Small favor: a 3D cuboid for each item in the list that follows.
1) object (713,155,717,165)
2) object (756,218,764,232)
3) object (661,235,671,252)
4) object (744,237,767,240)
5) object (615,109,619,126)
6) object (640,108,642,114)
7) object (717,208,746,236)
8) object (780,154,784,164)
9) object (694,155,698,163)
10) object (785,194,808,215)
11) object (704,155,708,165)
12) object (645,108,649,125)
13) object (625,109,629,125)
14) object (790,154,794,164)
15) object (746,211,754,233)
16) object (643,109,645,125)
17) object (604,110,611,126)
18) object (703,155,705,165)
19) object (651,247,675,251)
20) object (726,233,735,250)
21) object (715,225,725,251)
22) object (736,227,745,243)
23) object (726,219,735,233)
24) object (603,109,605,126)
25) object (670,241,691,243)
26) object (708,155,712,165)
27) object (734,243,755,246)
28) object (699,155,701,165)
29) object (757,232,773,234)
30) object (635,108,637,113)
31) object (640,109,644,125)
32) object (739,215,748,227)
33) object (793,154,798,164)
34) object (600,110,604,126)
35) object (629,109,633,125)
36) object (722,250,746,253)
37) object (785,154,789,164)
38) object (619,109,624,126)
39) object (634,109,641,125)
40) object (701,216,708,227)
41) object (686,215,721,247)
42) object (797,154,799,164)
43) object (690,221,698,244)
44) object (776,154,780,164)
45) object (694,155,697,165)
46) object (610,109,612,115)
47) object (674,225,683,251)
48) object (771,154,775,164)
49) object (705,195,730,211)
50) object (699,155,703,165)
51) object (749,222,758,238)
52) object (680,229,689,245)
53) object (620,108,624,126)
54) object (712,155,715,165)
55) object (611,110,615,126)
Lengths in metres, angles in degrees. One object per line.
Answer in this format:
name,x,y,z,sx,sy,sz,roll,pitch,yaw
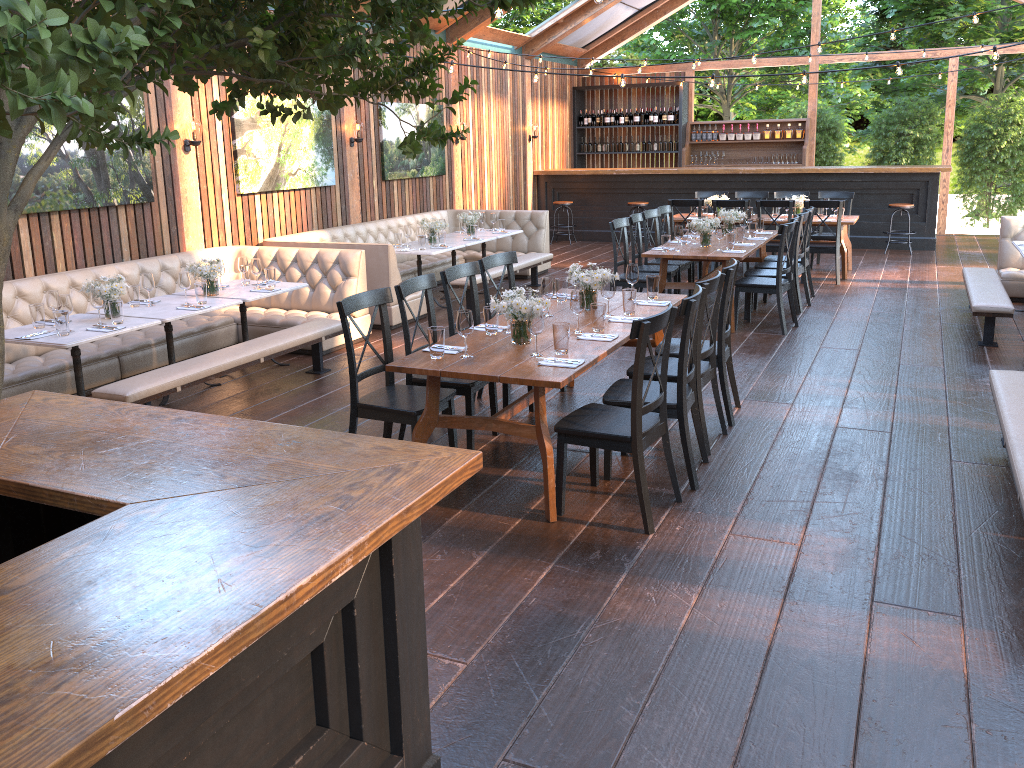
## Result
object,3.841,-4.240,16.729,0.070,0.183,0.070,5,14,29
object,2.831,-1.815,10.100,0.092,0.156,0.092,-11,16,-38
object,1.492,-1.361,8.568,0.092,0.156,0.093,-8,15,-28
object,2.588,-1.553,9.429,0.255,0.018,0.159,6,17,24
object,2.053,-5.227,17.335,0.081,0.319,0.082,-1,12,3
object,2.526,-5.232,17.313,0.081,0.319,0.082,-1,12,3
object,2.419,-1.803,9.811,0.329,0.305,0.341,-3,14,-8
object,4.953,-4.122,16.211,0.073,0.178,0.074,-2,12,-1
object,3.511,-4.271,16.871,0.070,0.183,0.070,5,14,29
object,3.760,-2.340,11.642,0.330,0.305,0.339,-10,16,-31
object,3.688,-4.260,16.814,0.070,0.183,0.070,5,14,29
object,2.608,-5.177,17.104,0.081,0.319,0.082,-1,12,3
object,2.249,-5.214,17.295,0.078,0.308,0.079,3,13,20
object,5.106,-4.111,16.159,0.073,0.178,0.074,-2,12,-1
object,2.704,-1.851,10.082,0.092,0.241,0.093,-7,13,-22
object,2.565,-5.203,17.237,0.077,0.303,0.078,9,16,40
object,1.894,-5.256,17.475,0.136,0.311,0.138,-4,13,-13
object,3.685,-4.283,16.898,0.070,0.183,0.070,5,14,29
object,1.515,-1.339,8.744,0.255,0.018,0.159,6,17,24
object,2.122,-1.385,8.599,0.092,0.156,0.093,-6,14,-18
object,2.006,-1.413,8.554,0.092,0.241,0.093,-5,13,-17
object,2.355,-1.534,9.127,0.092,0.156,0.092,-11,16,-38
object,2.247,-1.567,9.096,0.092,0.241,0.093,-7,13,-22
object,1.829,-5.296,17.589,0.087,0.330,0.089,0,12,5
object,1.780,-1.489,9.265,0.255,0.018,0.159,6,17,24
object,3.748,-4.245,16.756,0.070,0.183,0.070,5,14,29
object,2.335,-1.422,8.980,0.255,0.018,0.159,6,17,24
object,3.606,-4.289,16.928,0.070,0.183,0.070,5,14,29
object,2.805,-1.706,9.965,0.255,0.018,0.159,6,17,24
object,2.432,-5.242,17.342,0.087,0.330,0.089,0,12,5
object,2.524,-5.174,17.144,0.075,0.298,0.076,0,12,8
object,2.500,-1.699,9.546,0.092,0.241,0.093,-7,13,-22
object,5.159,-4.098,16.105,0.073,0.178,0.074,-2,12,-1
object,1.772,-5.244,17.462,0.076,0.298,0.076,9,16,41
object,2.312,-5.194,17.218,0.077,0.305,0.078,-1,12,3
object,2.097,-1.270,8.443,0.255,0.018,0.159,6,17,24
object,5.027,-4.114,16.178,0.073,0.178,0.074,-2,12,-1
object,2.138,-5.249,17.429,0.136,0.311,0.138,-4,13,-13
object,2.434,-5.197,17.216,0.136,0.311,0.138,-4,13,-13
object,2.080,-1.695,9.571,0.092,0.241,0.093,-7,13,-22
object,1.937,-1.539,8.897,0.337,0.305,0.332,-9,16,-30
object,5.199,-4.118,16.176,0.073,0.178,0.074,-2,12,-1
object,1.882,-1.563,9.107,0.092,0.241,0.093,-7,13,-22
object,4.873,-4.127,16.237,0.073,0.178,0.074,-2,12,-1
object,3.523,-4.295,16.955,0.070,0.183,0.070,5,14,29
object,1.959,-5.292,17.579,0.081,0.319,0.082,-1,12,3
object,1.617,-1.414,8.592,0.092,0.241,0.093,-5,13,-17
object,4.804,-4.137,16.278,0.073,0.178,0.074,-2,12,-1
object,2.811,-2.441,12.092,0.336,0.305,0.333,-4,14,-10
object,3.600,-4.262,16.832,0.070,0.183,0.070,5,14,29
object,2.608,-1.666,9.576,0.092,0.156,0.092,-11,16,-38
object,1.768,-1.508,9.078,0.092,0.156,0.092,-11,16,-38
object,2.148,-5.223,17.297,0.087,0.330,0.089,0,12,5
object,3.844,-4.264,16.818,0.070,0.183,0.070,5,14,29
object,1.982,-5.233,17.398,0.077,0.303,0.078,9,16,40
